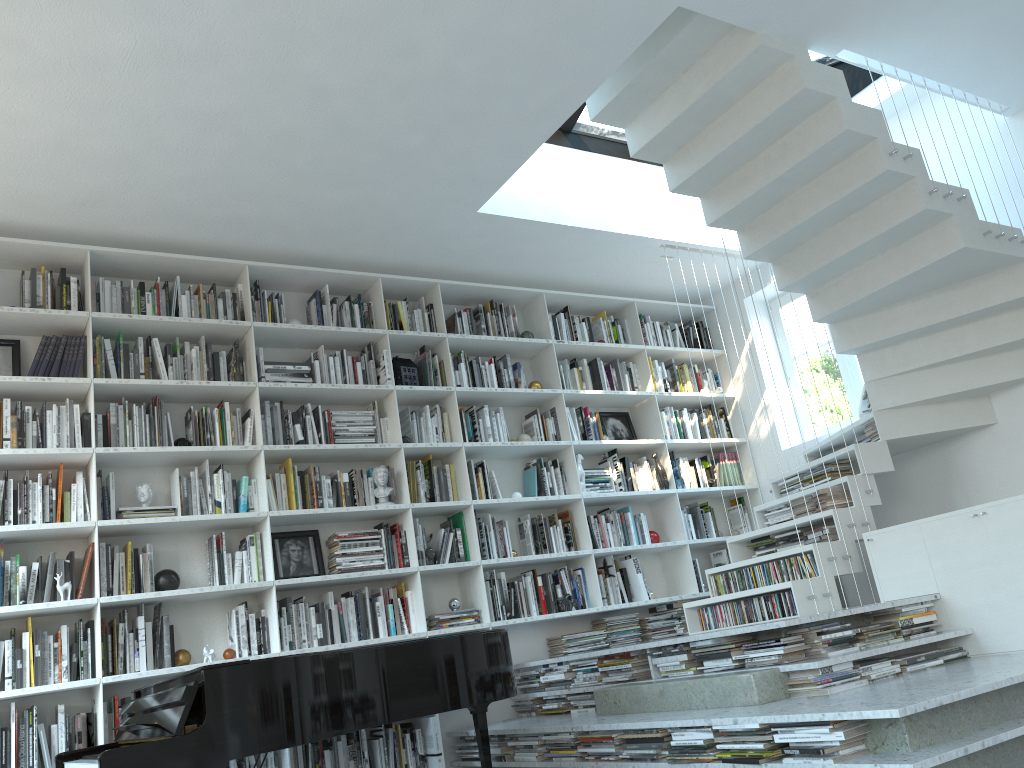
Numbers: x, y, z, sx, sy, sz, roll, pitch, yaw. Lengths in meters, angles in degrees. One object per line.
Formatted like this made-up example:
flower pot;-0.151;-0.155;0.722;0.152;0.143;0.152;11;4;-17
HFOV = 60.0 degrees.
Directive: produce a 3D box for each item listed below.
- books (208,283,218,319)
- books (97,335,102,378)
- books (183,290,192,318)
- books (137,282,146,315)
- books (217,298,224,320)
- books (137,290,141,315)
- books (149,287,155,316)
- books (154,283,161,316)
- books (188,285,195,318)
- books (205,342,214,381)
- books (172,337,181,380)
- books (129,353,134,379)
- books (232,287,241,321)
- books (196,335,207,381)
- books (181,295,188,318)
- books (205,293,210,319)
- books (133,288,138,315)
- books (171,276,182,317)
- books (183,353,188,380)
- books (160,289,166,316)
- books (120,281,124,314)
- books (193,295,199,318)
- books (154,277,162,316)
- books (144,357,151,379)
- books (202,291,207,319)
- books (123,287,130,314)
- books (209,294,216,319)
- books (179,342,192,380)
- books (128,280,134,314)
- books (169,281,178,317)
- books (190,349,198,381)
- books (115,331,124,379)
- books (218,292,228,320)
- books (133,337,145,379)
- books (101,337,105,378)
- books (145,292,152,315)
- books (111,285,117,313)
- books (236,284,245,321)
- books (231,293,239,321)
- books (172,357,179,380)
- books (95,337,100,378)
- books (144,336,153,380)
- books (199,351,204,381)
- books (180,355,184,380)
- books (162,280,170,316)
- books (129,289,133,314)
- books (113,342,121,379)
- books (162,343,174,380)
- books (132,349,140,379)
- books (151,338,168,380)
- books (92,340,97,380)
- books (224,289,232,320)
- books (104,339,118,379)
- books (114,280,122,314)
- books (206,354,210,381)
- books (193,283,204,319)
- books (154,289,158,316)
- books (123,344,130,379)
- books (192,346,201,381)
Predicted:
books;-1.747;-0.425;5.177;0.013;0.284;0.160;1;-20;-32
books;-2.223;-0.096;4.765;0.014;0.308;0.130;1;-20;-32
books;-1.872;-0.402;5.097;0.026;0.235;0.135;1;-20;-32
books;-2.084;-0.420;4.978;0.028;0.267;0.152;1;-20;-32
books;-1.718;-0.379;5.169;0.031;0.184;0.177;1;-20;-32
books;-2.098;-0.396;4.961;0.012;0.215;0.150;1;-20;-32
books;-2.032;-0.407;4.991;0.013;0.234;0.155;1;-20;-32
books;-2.009;-0.417;5.001;0.013;0.251;0.184;1;-20;-32
books;-1.858;-0.417;5.113;0.014;0.268;0.157;1;-20;-32
books;-1.737;-0.077;5.062;0.022;0.289;0.147;1;-20;-32
books;-1.877;-0.095;4.958;0.012;0.307;0.145;1;-20;-32
books;-2.080;-0.048;4.815;0.024;0.201;0.154;1;-20;-32
books;-1.640;-0.414;5.240;0.014;0.266;0.172;1;-20;-32
books;-1.761;-0.097;5.025;0.011;0.312;0.184;1;-20;-32
books;-1.888;-0.384;5.069;0.031;0.189;0.182;1;-20;-32
books;-1.775;-0.394;5.127;0.013;0.206;0.178;1;-20;-32
books;-2.119;-0.402;4.960;0.025;0.234;0.130;1;-20;-32
books;-1.921;-0.441;5.080;0.014;0.314;0.166;1;-20;-32
books;-1.839;-0.047;4.962;0.010;0.208;0.174;1;-20;-32
books;-1.989;-0.404;5.026;0.029;0.235;0.130;1;-20;-32
books;-2.166;-0.421;4.901;0.012;0.249;0.174;1;-20;-32
books;-1.840;-0.388;5.124;0.029;0.213;0.142;1;-20;-32
books;-2.005;-0.438;5.015;0.010;0.298;0.151;1;-20;-32
books;-2.011;-0.035;4.858;0.034;0.180;0.160;1;-20;-32
books;-1.797;-0.401;5.131;0.021;0.228;0.161;1;-20;-32
books;-2.139;-0.405;4.896;0.029;0.207;0.179;1;-20;-32
books;-1.756;-0.392;5.135;0.026;0.199;0.188;1;-20;-32
books;-1.837;-0.079;4.993;0.026;0.285;0.138;1;-20;-32
books;-2.123;-0.425;4.934;0.010;0.263;0.161;1;-20;-32
books;-1.939;-0.426;5.046;0.052;0.272;0.173;1;-20;-32
books;-1.800;-0.058;4.978;0.021;0.225;0.192;1;-20;-32
books;-2.122;-0.108;4.794;0.012;0.314;0.172;1;-20;-32
books;-1.703;-0.400;5.200;0.026;0.236;0.149;1;-20;-32
books;-2.039;-0.093;4.851;0.023;0.292;0.156;1;-20;-32
books;-2.199;-0.093;4.750;0.010;0.286;0.149;1;-20;-32
books;-2.050;-0.391;4.977;0.030;0.200;0.152;1;-20;-32
books;-2.199;-0.407;4.876;0.023;0.219;0.182;1;-20;-32
books;-1.622;-0.425;5.251;0.026;0.287;0.176;1;-20;-32
books;-1.649;-0.397;5.218;0.026;0.224;0.172;1;-20;-32
books;-1.884;-0.035;4.929;0.028;0.179;0.168;1;-20;-32
books;-2.221;-0.092;4.737;0.013;0.282;0.159;1;-20;-32
books;-2.007;-0.096;4.896;0.013;0.314;0.135;1;-20;-32
books;-1.770;-0.054;5.015;0.013;0.230;0.142;1;-20;-32
books;-1.867;-0.041;4.974;0.024;0.211;0.128;1;-20;-32
books;-1.967;-0.428;5.031;0.013;0.275;0.165;1;-20;-32
books;-2.128;-0.399;4.918;0.015;0.206;0.167;1;-20;-32
books;-2.132;-0.079;4.787;0.011;0.259;0.157;1;-20;-32
books;-1.917;-0.073;4.932;0.027;0.264;0.169;1;-20;-32
books;-2.055;-0.058;4.826;0.029;0.218;0.158;1;-20;-32
books;-1.954;-0.089;4.895;0.075;0.284;0.179;1;-20;-32
books;-2.227;-0.084;4.712;0.023;0.255;0.175;1;-20;-32
books;-1.686;-0.408;5.224;0.029;0.260;0.152;1;-20;-32
books;-2.169;-0.084;4.774;0.067;0.273;0.168;1;-20;-32
books;-2.184;-0.420;4.895;0.023;0.250;0.171;1;-20;-32
books;-1.749;-0.042;5.036;0.024;0.213;0.150;1;-20;-32
books;-1.812;-0.421;5.121;0.014;0.265;0.192;1;-20;-32
books;-2.017;-0.401;4.989;0.011;0.215;0.160;1;-20;-32
books;-2.099;-0.072;4.796;0.031;0.241;0.182;1;-20;-32
books;-1.791;-0.068;5.011;0.028;0.260;0.136;1;-20;-32
